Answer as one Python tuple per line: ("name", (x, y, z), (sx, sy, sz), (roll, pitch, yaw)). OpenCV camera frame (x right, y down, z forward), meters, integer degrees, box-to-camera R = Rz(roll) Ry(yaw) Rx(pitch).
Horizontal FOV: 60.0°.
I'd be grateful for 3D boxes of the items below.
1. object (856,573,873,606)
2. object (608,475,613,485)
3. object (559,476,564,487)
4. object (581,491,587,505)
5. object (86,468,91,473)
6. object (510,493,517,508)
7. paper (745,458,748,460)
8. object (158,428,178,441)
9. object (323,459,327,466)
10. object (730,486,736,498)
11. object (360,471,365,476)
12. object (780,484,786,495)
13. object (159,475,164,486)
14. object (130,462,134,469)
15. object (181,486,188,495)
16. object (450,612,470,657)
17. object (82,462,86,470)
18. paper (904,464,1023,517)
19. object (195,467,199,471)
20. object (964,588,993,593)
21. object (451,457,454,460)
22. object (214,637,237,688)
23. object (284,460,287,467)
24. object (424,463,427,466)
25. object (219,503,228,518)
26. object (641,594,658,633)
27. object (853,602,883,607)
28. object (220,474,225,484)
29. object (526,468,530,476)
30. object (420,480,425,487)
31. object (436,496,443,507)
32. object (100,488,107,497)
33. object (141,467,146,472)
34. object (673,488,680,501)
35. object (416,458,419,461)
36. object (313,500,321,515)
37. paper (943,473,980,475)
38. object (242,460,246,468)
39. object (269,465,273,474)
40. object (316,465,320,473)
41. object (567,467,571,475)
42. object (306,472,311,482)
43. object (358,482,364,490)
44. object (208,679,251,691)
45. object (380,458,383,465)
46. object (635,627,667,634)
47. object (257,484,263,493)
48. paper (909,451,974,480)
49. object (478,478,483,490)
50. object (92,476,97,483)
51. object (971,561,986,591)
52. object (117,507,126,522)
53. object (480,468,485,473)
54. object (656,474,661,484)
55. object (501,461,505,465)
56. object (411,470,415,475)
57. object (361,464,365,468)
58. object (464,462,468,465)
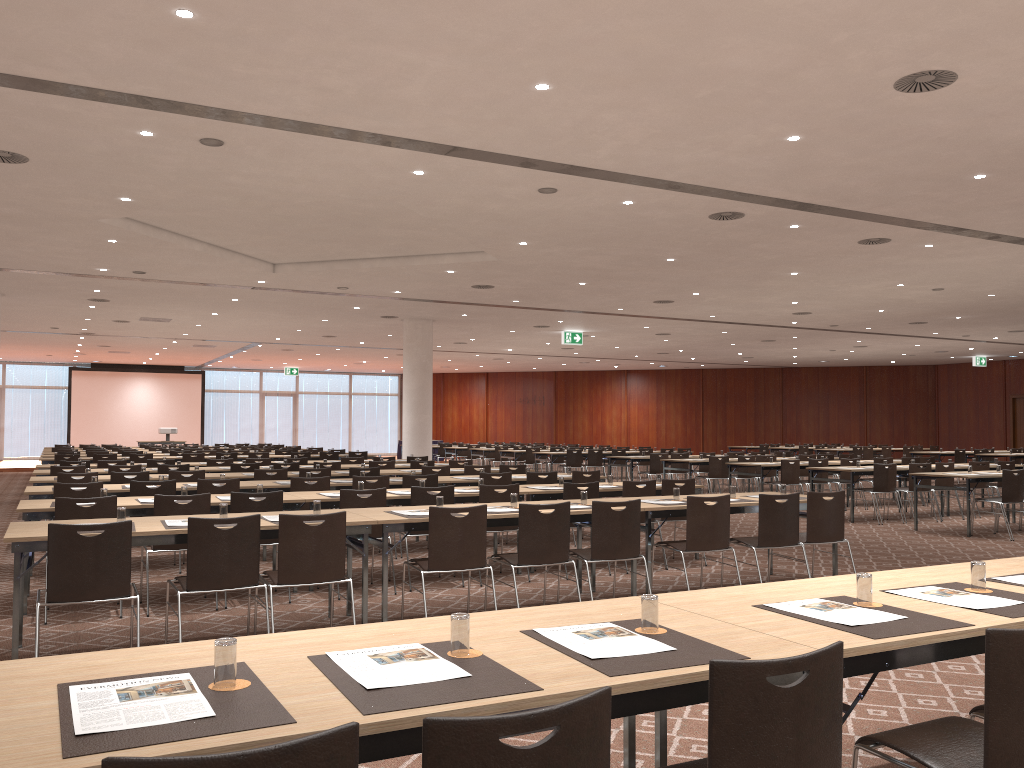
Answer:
("object", (1.300, 0.757, 3.270), (0.054, 0.114, 0.054), (-1, -3, 29))
("object", (1.112, 1.083, 9.989), (0.054, 0.114, 0.054), (0, -2, 6))
("object", (0.540, 1.066, 9.687), (0.054, 0.114, 0.054), (0, -2, 6))
("object", (0.605, 0.958, 7.456), (0.054, 0.114, 0.054), (-1, -3, 29))
("object", (-5.333, 1.119, 11.160), (0.054, 0.114, 0.054), (2, -3, -39))
("object", (0.015, 0.942, 7.156), (0.054, 0.114, 0.054), (-1, -3, 29))
("paper", (4.929, 1.574, 18.589), (0.460, 0.003, 0.565), (1, -3, -25))
("object", (-12.018, 1.764, 30.966), (0.576, 0.472, 0.614), (2, -3, -27))
("object", (-3.068, 1.292, 14.566), (0.054, 0.114, 0.054), (0, -2, 6))
("object", (2.043, 0.999, 8.204), (0.054, 0.114, 0.054), (0, -2, 6))
("object", (-1.804, 1.109, 10.719), (0.054, 0.114, 0.054), (0, -2, 6))
("object", (2.603, 1.016, 8.507), (0.054, 0.114, 0.054), (-1, -3, 29))
("object", (-3.828, 1.052, 9.681), (0.054, 0.114, 0.054), (-1, -3, 29))
("object", (-5.668, 1.219, 13.234), (0.054, 0.114, 0.054), (1, -2, -16))
("object", (-2.922, 0.968, 7.906), (0.054, 0.114, 0.054), (1, -2, -16))
("object", (-0.149, 0.716, 2.539), (0.054, 0.114, 0.054), (-1, -3, 29))
("object", (-6.250, 1.202, 12.938), (0.054, 0.114, 0.054), (0, -2, 6))
("paper", (8.130, 1.870, 15.876), (2.267, 0.832, 0.953), (2, -3, -27))
("object", (-4.176, 1.151, 11.747), (0.054, 0.114, 0.054), (-1, -3, 29))
("object", (1.876, 0.830, 3.565), (0.102, 0.001, 0.102), (-1, -3, 29))
("object", (-1.044, 1.349, 15.606), (0.054, 0.114, 0.054), (0, -2, 6))
("object", (-0.720, 0.699, 2.228), (0.054, 0.114, 0.054), (-1, -3, 29))
("object", (-3.647, 1.276, 14.272), (0.054, 0.114, 0.054), (0, -2, 6))
("object", (-1.291, 1.234, 13.244), (0.054, 0.114, 0.054), (-1, -3, 29))
("object", (-1.995, 0.885, 6.135), (0.054, 0.114, 0.054), (0, -2, 6))
("object", (0.440, 0.732, 2.833), (0.054, 0.114, 0.054), (-1, -3, 29))
("object", (1.315, 0.814, 3.276), (0.102, 0.001, 0.102), (-1, -3, 29))
("object", (-3.255, 1.068, 9.974), (0.054, 0.114, 0.054), (-1, -3, 29))
("object", (0.210, 1.166, 11.762), (0.054, 0.114, 0.054), (-1, -3, 29))
("object", (-0.905, 1.026, 8.949), (0.054, 0.114, 0.054), (2, -3, -39))
("object", (-0.558, 0.925, 6.857), (0.054, 0.114, 0.054), (-1, -3, 29))
("object", (-3.495, 0.951, 7.594), (0.054, 0.114, 0.054), (2, -3, -39))
("object", (-4.760, 1.135, 11.455), (0.054, 0.114, 0.054), (2, -3, -39))
("object", (1.467, 0.983, 7.909), (0.054, 0.114, 0.054), (0, -2, 6))
("object", (-1.625, 1.333, 15.306), (0.054, 0.114, 0.054), (-1, -3, 29))
("object", (-1.415, 0.902, 6.435), (0.054, 0.114, 0.054), (-1, -3, 29))
("paper", (6.432, 1.287, 12.685), (0.283, 0.006, 0.398), (2, -3, -27))
("object", (-4.223, 1.260, 13.980), (0.054, 0.114, 0.054), (0, -2, 6))
("object", (-3.311, 1.176, 12.199), (0.054, 0.114, 0.054), (2, -3, -39))
("object", (-2.734, 1.192, 12.489), (0.054, 0.114, 0.054), (2, -3, -39))
("object", (0.777, 1.183, 12.064), (0.054, 0.114, 0.054), (-1, -3, 29))
("object", (-2.388, 1.092, 10.412), (0.054, 0.114, 0.054), (0, -2, 6))
("object", (-1.471, 1.009, 8.636), (0.054, 0.114, 0.054), (2, -3, -39))
("object", (-0.709, 0.757, 2.229), (0.102, 0.001, 0.102), (-1, -3, 29))
("object", (-2.209, 1.317, 15.011), (0.054, 0.114, 0.054), (-1, -3, 29))
("object", (0.445, 0.790, 2.842), (0.102, 0.001, 0.102), (-1, -3, 29))
("object", (-2.330, 0.984, 8.196), (0.054, 0.114, 0.054), (0, -2, 6))
("paper", (12.279, 2.317, 24.762), (2.267, 0.832, 0.953), (2, -3, -27))
("object", (-0.325, 1.042, 9.244), (0.054, 0.114, 0.054), (2, -3, -39))
("object", (-4.419, 1.035, 9.385), (0.054, 0.114, 0.054), (0, -2, 6))
("object", (1.880, 0.773, 3.575), (0.054, 0.114, 0.054), (-1, -3, 29))
("object", (-2.565, 0.868, 5.824), (0.054, 0.114, 0.054), (-1, -3, 29))
("object", (-0.382, 1.150, 11.462), (0.054, 0.114, 0.054), (1, -2, -16))
("object", (1.699, 1.099, 10.287), (0.054, 0.114, 0.054), (2, -3, -39))
("object", (-0.138, 1.266, 13.835), (0.054, 0.114, 0.054), (2, -3, -39))
("object", (-1.226, 1.125, 11.012), (0.054, 0.114, 0.054), (0, -2, 6))
("object", (-2.149, 1.209, 12.787), (0.054, 0.114, 0.054), (0, -2, 6))
("object", (-0.704, 1.250, 13.531), (0.054, 0.114, 0.054), (-1, -3, 29))
